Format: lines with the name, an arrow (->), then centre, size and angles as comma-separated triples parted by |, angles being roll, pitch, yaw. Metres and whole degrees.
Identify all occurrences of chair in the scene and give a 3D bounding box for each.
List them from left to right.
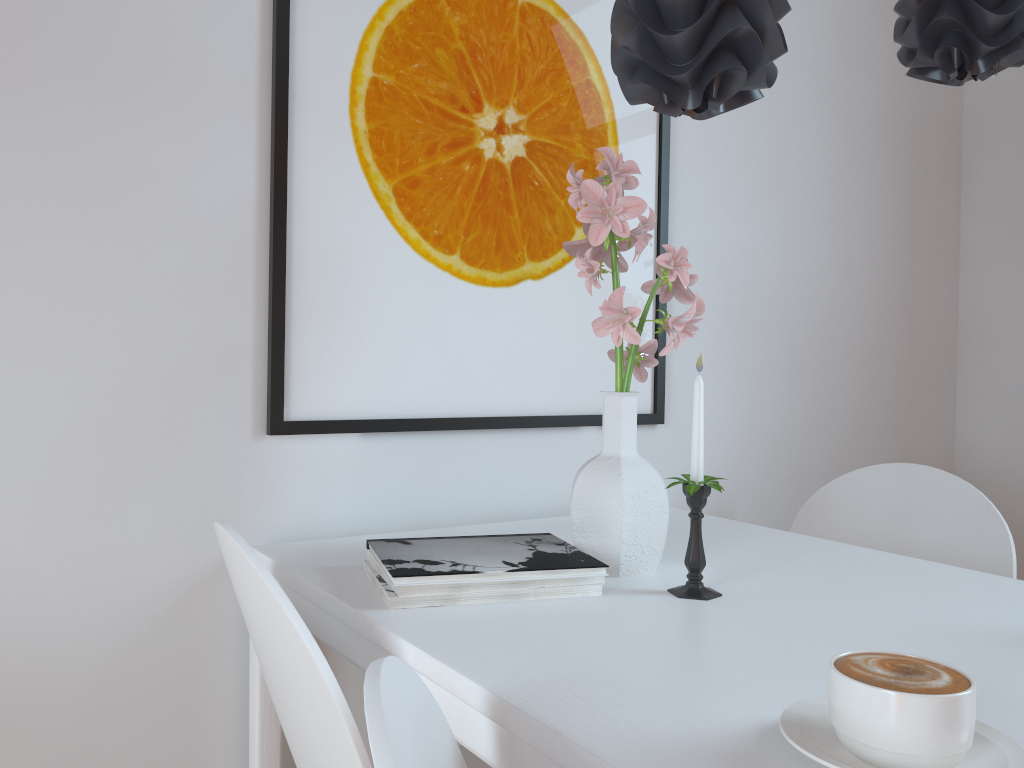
chair -> -0.037, 0.586, 1.102 | 0.637, 0.870, 0.510 | 1, 1, -28
chair -> 0.509, 0.586, 1.503 | 0.636, 0.870, 0.512 | 0, 1, -38
chair -> 0.229, 0.604, 0.533 | 0.643, 0.870, 0.506 | 1, 1, -8

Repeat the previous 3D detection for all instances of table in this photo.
table -> 0.304, 0.644, 0.995 | 0.823, 0.771, 1.291 | 0, 1, -33

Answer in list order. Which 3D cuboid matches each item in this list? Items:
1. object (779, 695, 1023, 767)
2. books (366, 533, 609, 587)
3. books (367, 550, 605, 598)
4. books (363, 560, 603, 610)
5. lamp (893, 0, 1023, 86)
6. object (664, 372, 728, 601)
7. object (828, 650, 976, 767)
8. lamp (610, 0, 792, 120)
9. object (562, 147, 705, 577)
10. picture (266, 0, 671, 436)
object -> 0.273, 0.258, 0.624 | 0.159, 0.020, 0.162 | 1, 1, -18
books -> -0.039, 0.215, 1.107 | 0.255, 0.012, 0.209 | 1, 1, -16
books -> -0.039, 0.228, 1.114 | 0.251, 0.014, 0.193 | 1, 1, -20
books -> -0.044, 0.243, 1.114 | 0.257, 0.014, 0.193 | 1, 1, -18
lamp -> 0.595, -1.140, 1.126 | 0.167, 1.505, 0.172 | 0, 1, -41
object -> 0.224, 0.106, 1.077 | 0.080, 0.298, 0.079 | 1, 1, 7
object -> 0.272, 0.230, 0.626 | 0.093, 0.064, 0.100 | 0, 1, -30
lamp -> 0.197, -1.021, 0.876 | 0.168, 1.505, 0.171 | 1, 1, -16
object -> 0.165, -0.039, 1.227 | 0.177, 0.579, 0.181 | 1, 1, -6
picture -> -0.026, -0.448, 1.545 | 0.789, 1.052, 0.017 | 0, 1, -32
